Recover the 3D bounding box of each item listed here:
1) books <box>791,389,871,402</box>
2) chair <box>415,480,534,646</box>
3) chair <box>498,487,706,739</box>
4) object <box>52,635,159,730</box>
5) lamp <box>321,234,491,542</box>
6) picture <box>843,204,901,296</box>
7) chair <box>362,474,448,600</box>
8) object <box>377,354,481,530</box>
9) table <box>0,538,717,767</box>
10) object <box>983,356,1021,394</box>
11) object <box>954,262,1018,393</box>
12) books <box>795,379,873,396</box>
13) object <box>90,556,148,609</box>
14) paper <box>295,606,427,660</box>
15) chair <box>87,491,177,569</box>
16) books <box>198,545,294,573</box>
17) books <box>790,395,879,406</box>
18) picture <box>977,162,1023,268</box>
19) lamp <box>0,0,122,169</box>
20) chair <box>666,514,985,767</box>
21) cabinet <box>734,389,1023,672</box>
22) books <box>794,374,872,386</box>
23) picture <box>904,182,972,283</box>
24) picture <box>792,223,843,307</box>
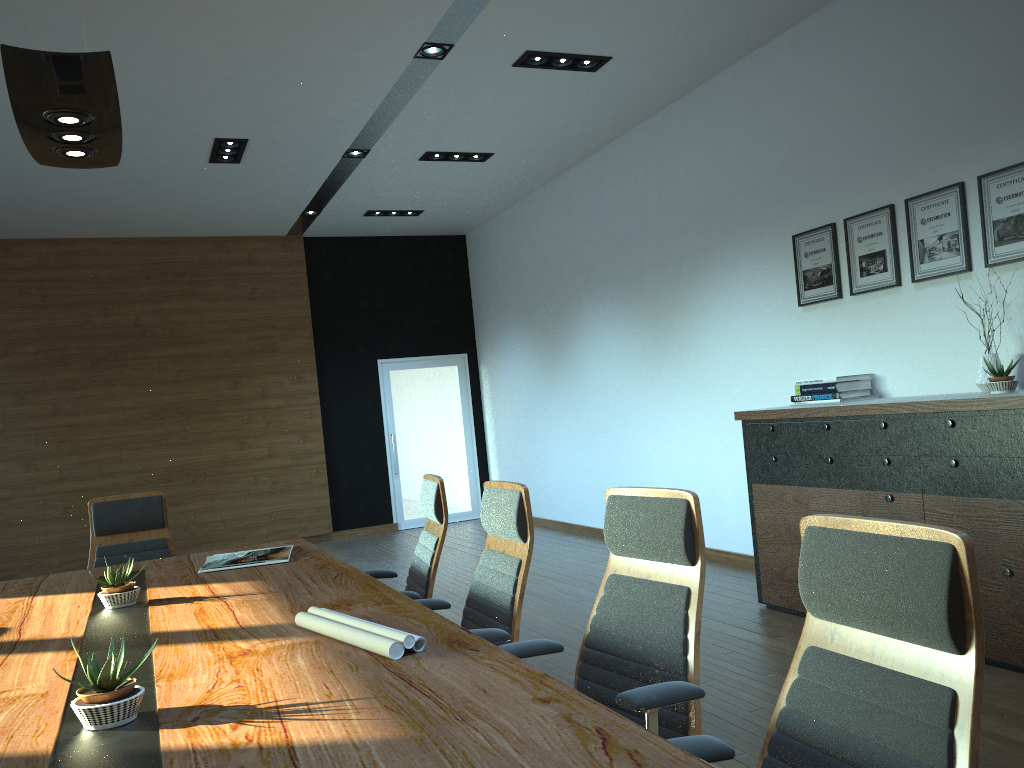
[{"bbox_3d":[2.000,0.074,5.565,0.273,0.041,0.404,-5,-2,-28],"label":"books"},{"bbox_3d":[-0.260,0.945,3.149,0.695,1.128,0.707,-6,0,-23],"label":"chair"},{"bbox_3d":[0.181,0.880,2.398,0.694,1.128,0.707,-6,0,-31],"label":"chair"},{"bbox_3d":[-0.879,0.640,1.919,0.153,0.188,0.177,-6,0,17],"label":"object"},{"bbox_3d":[-3.734,0.093,7.470,9.376,3.710,16.710,-5,-2,-23],"label":"lamp"},{"bbox_3d":[2.186,-0.806,5.388,0.028,0.484,0.380,-6,0,-23],"label":"picture"},{"bbox_3d":[-0.604,1.000,3.947,0.695,1.128,0.707,-6,0,-16],"label":"chair"},{"bbox_3d":[-1.063,0.730,11.421,1.195,2.161,0.200,-6,1,-23],"label":"object"},{"bbox_3d":[-0.839,1.127,1.935,1.782,0.797,5.551,-5,-2,-23],"label":"table"},{"bbox_3d":[2.388,-0.050,4.318,0.153,0.188,0.177,-6,0,17],"label":"object"},{"bbox_3d":[2.431,-0.288,4.504,0.212,0.663,0.444,-6,0,-8],"label":"object"},{"bbox_3d":[2.022,0.021,5.583,0.287,0.063,0.369,-5,-2,-23],"label":"books"},{"bbox_3d":[-1.476,0.738,3.316,0.153,0.188,0.177,-6,0,42],"label":"object"},{"bbox_3d":[-0.654,0.658,1.582,0.629,0.083,2.239,-6,-2,17],"label":"paper"},{"bbox_3d":[-1.959,1.151,4.602,0.705,1.128,0.697,-6,0,-21],"label":"chair"},{"bbox_3d":[-1.246,0.811,4.198,0.389,0.033,0.545,-5,-2,-12],"label":"books"},{"bbox_3d":[2.022,0.103,5.570,0.322,0.021,0.444,-5,-2,-23],"label":"books"},{"bbox_3d":[2.561,-0.867,4.507,0.028,0.484,0.380,-6,0,-23],"label":"picture"},{"bbox_3d":[-1.659,-1.490,3.215,0.339,1.200,1.198,-6,0,-23],"label":"lamp"},{"bbox_3d":[0.428,0.831,1.503,0.695,1.128,0.707,-6,0,-22],"label":"chair"},{"bbox_3d":[2.265,0.684,4.649,0.766,1.233,2.352,-6,-1,-23],"label":"cabinet"},{"bbox_3d":[2.017,-0.026,5.583,0.291,0.032,0.362,-5,-2,-25],"label":"books"},{"bbox_3d":[2.374,-0.836,4.948,0.028,0.484,0.380,-6,0,-23],"label":"picture"},{"bbox_3d":[2.001,-0.775,5.823,0.028,0.484,0.380,-6,0,-23],"label":"picture"}]
